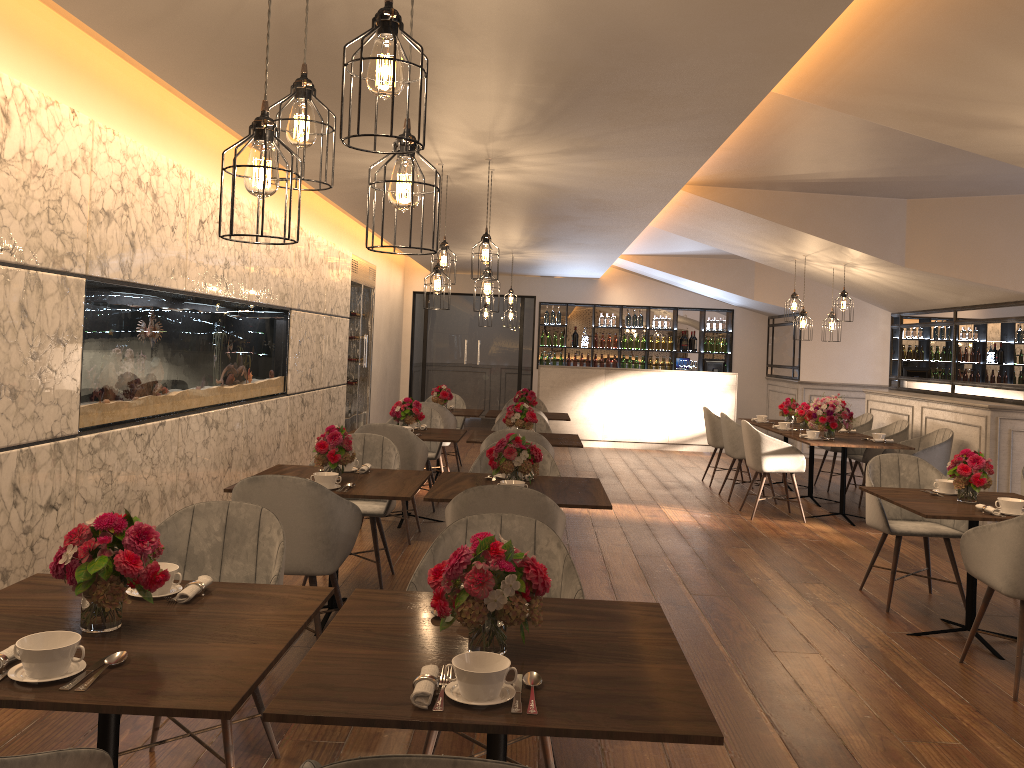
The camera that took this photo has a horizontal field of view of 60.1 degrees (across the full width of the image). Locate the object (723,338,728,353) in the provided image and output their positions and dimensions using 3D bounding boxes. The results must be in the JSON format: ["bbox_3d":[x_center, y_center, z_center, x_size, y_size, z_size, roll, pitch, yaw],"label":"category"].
[{"bbox_3d":[3.634,-0.656,15.065,0.065,0.262,0.066,3,-1,-20],"label":"object"}]

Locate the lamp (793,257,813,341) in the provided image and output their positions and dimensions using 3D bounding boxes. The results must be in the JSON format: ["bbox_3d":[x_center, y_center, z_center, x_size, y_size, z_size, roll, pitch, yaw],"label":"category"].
[{"bbox_3d":[2.939,-1.471,8.848,0.175,2.073,0.175,2,-1,3],"label":"lamp"}]

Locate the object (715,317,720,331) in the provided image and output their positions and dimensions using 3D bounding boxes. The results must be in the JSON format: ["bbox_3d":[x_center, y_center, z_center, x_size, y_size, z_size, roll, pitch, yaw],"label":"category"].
[{"bbox_3d":[3.493,-1.018,15.044,0.070,0.236,0.041,2,-1,1],"label":"object"}]

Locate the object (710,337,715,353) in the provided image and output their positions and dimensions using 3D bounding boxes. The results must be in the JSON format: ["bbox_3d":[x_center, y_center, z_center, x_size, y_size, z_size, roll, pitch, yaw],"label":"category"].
[{"bbox_3d":[3.413,-0.665,15.071,0.065,0.262,0.066,3,-1,-20],"label":"object"}]

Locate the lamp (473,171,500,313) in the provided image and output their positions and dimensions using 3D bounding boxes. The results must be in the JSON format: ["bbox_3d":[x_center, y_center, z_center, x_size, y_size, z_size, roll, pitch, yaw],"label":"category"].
[{"bbox_3d":[-0.134,-1.526,6.048,0.175,2.073,0.175,2,-1,3],"label":"lamp"}]

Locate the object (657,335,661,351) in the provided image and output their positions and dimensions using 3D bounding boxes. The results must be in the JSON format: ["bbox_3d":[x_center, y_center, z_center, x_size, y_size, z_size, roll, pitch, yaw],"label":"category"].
[{"bbox_3d":[2.502,-0.702,15.096,0.065,0.262,0.066,3,-1,-20],"label":"object"}]

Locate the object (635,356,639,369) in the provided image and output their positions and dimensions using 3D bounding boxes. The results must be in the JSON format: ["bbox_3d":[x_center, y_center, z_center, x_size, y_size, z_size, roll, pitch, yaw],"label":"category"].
[{"bbox_3d":[2.134,-0.354,15.100,0.065,0.262,0.066,3,-1,-20],"label":"object"}]

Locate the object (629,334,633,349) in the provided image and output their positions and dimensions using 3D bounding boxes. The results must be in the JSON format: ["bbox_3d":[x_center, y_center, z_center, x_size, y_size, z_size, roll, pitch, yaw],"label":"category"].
[{"bbox_3d":[2.038,-0.722,15.109,0.065,0.264,0.066,3,-1,-20],"label":"object"}]

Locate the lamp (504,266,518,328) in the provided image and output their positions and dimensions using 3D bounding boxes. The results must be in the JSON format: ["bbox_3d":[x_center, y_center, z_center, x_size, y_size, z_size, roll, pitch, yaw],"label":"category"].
[{"bbox_3d":[0.020,-1.776,11.700,0.175,2.073,0.175,2,-1,3],"label":"lamp"}]

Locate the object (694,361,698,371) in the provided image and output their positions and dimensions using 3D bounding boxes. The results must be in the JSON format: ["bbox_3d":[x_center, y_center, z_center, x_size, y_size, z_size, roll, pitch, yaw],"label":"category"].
[{"bbox_3d":[3.127,-0.285,15.072,0.065,0.208,0.065,3,-1,-43],"label":"object"}]

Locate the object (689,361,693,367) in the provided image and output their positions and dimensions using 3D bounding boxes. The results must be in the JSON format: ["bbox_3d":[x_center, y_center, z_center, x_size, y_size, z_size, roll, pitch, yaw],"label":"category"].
[{"bbox_3d":[3.049,-0.288,15.074,0.065,0.208,0.065,3,-1,-43],"label":"object"}]

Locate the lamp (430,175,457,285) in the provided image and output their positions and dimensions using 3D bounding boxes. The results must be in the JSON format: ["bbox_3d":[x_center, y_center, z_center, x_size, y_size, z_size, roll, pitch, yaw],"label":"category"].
[{"bbox_3d":[-0.446,-1.741,6.263,0.175,2.073,0.175,2,-1,3],"label":"lamp"}]

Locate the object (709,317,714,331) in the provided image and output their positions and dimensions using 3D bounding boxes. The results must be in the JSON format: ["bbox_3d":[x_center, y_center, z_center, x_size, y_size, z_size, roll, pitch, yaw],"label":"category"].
[{"bbox_3d":[3.392,-1.023,15.047,0.070,0.236,0.041,2,-1,1],"label":"object"}]

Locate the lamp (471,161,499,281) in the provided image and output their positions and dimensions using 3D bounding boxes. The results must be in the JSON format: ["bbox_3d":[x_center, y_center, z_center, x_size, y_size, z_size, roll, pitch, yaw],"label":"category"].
[{"bbox_3d":[-0.136,-1.706,5.723,0.175,2.073,0.175,2,-1,3],"label":"lamp"}]

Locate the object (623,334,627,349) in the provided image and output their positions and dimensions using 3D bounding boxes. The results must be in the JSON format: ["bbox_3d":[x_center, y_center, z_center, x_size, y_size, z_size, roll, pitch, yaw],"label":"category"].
[{"bbox_3d":[1.927,-0.726,15.112,0.065,0.262,0.066,3,-1,-20],"label":"object"}]

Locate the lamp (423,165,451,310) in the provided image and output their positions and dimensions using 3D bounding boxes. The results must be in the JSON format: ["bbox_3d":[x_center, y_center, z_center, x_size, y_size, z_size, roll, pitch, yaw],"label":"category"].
[{"bbox_3d":[-0.463,-1.534,5.931,0.175,2.073,0.175,2,-1,3],"label":"lamp"}]

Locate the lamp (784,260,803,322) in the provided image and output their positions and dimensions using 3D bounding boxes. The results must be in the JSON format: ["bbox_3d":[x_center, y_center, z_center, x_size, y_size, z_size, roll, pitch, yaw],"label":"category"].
[{"bbox_3d":[2.955,-1.679,9.179,0.175,2.073,0.175,2,-1,3],"label":"lamp"}]

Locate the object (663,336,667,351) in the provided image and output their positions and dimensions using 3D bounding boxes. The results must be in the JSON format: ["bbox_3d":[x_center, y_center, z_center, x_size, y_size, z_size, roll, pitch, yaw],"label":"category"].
[{"bbox_3d":[2.612,-0.698,15.093,0.065,0.262,0.066,3,-1,-20],"label":"object"}]

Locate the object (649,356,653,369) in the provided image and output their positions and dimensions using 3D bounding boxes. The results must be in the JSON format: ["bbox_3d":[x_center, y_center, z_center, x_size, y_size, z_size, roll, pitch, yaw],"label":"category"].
[{"bbox_3d":[2.377,-0.344,15.093,0.065,0.262,0.066,3,-1,-20],"label":"object"}]

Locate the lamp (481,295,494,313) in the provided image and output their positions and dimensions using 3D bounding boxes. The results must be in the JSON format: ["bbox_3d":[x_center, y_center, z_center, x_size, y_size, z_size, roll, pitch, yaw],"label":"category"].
[{"bbox_3d":[-0.292,-1.991,11.915,0.175,2.073,0.175,2,-1,3],"label":"lamp"}]

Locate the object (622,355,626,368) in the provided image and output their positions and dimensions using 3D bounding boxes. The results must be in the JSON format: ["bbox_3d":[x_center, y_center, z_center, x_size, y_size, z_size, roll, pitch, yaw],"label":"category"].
[{"bbox_3d":[1.913,-0.363,15.106,0.065,0.262,0.066,3,-1,-20],"label":"object"}]

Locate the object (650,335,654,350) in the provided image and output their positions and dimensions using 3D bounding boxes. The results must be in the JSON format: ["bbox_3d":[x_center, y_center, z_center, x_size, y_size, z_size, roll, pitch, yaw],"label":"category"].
[{"bbox_3d":[2.392,-0.707,15.099,0.065,0.262,0.066,3,-1,-20],"label":"object"}]

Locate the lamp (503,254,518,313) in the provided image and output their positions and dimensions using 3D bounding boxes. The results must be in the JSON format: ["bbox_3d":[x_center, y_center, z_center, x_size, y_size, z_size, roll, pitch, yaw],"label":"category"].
[{"bbox_3d":[0.018,-1.956,11.375,0.175,2.073,0.175,2,-1,3],"label":"lamp"}]

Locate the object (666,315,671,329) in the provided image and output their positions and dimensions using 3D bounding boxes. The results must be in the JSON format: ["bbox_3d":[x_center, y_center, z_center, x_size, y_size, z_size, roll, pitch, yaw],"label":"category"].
[{"bbox_3d":[2.661,-1.053,15.067,0.070,0.236,0.041,2,-1,1],"label":"object"}]

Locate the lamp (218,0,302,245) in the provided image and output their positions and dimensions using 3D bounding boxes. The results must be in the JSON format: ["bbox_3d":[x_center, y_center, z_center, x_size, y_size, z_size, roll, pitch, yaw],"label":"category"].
[{"bbox_3d":[-0.565,-1.379,2.140,0.175,2.073,0.175,2,-1,3],"label":"lamp"}]

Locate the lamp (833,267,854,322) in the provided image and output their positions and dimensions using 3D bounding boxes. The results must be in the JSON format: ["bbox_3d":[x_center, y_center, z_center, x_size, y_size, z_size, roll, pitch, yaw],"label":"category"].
[{"bbox_3d":[3.266,-1.644,8.640,0.175,2.073,0.175,2,-1,3],"label":"lamp"}]

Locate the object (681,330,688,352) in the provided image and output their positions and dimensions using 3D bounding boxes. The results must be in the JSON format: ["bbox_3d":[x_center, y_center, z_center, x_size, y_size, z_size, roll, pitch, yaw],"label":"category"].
[{"bbox_3d":[2.941,-0.732,15.062,0.104,0.360,0.104,3,-1,-37],"label":"object"}]

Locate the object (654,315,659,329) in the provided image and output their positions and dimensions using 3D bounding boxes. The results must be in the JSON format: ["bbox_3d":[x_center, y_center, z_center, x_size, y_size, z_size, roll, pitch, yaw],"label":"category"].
[{"bbox_3d":[2.461,-1.061,15.073,0.070,0.236,0.041,2,-1,1],"label":"object"}]

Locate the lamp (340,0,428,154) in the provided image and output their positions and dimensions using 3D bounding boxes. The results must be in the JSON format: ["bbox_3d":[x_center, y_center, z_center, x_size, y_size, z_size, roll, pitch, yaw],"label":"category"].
[{"bbox_3d":[-0.238,-1.551,1.932,0.175,2.073,0.175,2,-1,3],"label":"lamp"}]

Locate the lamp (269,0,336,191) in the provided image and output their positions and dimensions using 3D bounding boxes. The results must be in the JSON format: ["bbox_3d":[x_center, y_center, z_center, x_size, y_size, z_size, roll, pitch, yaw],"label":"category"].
[{"bbox_3d":[-0.549,-1.586,2.472,0.175,2.073,0.175,2,-1,3],"label":"lamp"}]

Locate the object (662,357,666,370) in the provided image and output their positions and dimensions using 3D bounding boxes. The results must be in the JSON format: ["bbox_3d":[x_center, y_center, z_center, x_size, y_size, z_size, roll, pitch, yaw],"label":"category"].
[{"bbox_3d":[2.598,-0.335,15.087,0.065,0.262,0.066,3,-1,-20],"label":"object"}]

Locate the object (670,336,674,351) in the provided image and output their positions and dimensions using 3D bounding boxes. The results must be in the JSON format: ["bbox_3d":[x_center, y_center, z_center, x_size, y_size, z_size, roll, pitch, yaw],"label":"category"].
[{"bbox_3d":[2.723,-0.693,15.090,0.065,0.262,0.066,3,-1,-20],"label":"object"}]

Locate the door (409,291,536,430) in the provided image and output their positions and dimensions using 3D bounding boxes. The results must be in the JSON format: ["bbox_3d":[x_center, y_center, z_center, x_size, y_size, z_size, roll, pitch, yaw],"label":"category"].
[{"bbox_3d":[-0.684,-0.380,15.222,2.106,2.336,0.273,2,-1,2],"label":"door"}]

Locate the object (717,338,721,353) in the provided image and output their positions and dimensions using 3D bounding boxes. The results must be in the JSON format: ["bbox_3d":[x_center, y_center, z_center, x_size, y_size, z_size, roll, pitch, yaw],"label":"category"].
[{"bbox_3d":[3.524,-0.660,15.068,0.065,0.262,0.066,3,-1,-20],"label":"object"}]

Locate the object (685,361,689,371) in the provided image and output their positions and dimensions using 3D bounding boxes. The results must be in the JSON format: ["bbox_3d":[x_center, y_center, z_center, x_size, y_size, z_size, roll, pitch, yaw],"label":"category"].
[{"bbox_3d":[2.972,-0.291,15.076,0.065,0.208,0.065,3,-1,-43],"label":"object"}]

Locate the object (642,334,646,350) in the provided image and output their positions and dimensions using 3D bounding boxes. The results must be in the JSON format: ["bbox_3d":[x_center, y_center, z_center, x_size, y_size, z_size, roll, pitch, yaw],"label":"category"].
[{"bbox_3d":[2.259,-0.713,15.103,0.065,0.264,0.066,3,-1,-20],"label":"object"}]

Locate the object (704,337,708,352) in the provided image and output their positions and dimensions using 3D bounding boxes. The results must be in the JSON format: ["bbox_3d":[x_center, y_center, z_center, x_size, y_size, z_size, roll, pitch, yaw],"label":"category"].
[{"bbox_3d":[3.303,-0.671,15.074,0.065,0.264,0.066,3,-1,-20],"label":"object"}]

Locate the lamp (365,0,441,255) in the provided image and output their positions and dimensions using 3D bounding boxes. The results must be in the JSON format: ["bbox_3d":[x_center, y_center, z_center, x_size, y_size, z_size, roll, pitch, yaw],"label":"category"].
[{"bbox_3d":[-0.237,-1.370,2.258,0.175,2.073,0.175,2,-1,3],"label":"lamp"}]

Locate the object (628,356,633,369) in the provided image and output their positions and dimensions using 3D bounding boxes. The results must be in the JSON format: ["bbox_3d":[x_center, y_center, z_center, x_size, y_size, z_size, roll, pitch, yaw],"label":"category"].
[{"bbox_3d":[2.023,-0.359,15.103,0.065,0.262,0.066,3,-1,-20],"label":"object"}]

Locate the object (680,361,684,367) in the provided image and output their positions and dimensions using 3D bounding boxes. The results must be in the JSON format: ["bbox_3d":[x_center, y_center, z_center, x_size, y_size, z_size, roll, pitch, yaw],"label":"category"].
[{"bbox_3d":[2.894,-0.294,15.078,0.065,0.208,0.065,3,-1,-43],"label":"object"}]

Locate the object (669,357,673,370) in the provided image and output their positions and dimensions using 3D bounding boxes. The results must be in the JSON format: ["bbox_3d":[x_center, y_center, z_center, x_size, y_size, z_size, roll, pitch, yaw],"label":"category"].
[{"bbox_3d":[2.708,-0.331,15.084,0.065,0.262,0.066,3,-1,-20],"label":"object"}]

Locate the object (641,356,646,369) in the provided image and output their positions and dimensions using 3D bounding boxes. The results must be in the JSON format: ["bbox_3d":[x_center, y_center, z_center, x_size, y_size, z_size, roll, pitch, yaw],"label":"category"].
[{"bbox_3d":[2.244,-0.350,15.097,0.065,0.262,0.066,3,-1,-20],"label":"object"}]

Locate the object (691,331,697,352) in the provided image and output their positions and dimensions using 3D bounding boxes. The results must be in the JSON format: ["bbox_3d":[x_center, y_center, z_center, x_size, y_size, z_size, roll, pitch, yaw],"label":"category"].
[{"bbox_3d":[3.098,-0.727,15.055,0.104,0.359,0.103,2,-1,29],"label":"object"}]

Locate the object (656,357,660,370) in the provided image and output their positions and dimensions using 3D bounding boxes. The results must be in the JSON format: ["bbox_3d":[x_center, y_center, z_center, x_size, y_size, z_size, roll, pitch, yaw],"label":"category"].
[{"bbox_3d":[2.488,-0.340,15.090,0.065,0.262,0.066,3,-1,-20],"label":"object"}]

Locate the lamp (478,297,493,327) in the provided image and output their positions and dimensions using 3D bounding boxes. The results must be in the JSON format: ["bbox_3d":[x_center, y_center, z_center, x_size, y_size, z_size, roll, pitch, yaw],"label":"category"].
[{"bbox_3d":[-0.309,-1.784,11.583,0.175,2.073,0.175,2,-1,3],"label":"lamp"}]

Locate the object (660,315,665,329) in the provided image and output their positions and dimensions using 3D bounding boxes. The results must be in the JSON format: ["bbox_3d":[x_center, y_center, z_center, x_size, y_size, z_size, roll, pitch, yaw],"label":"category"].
[{"bbox_3d":[2.561,-1.057,15.070,0.070,0.236,0.041,2,-1,1],"label":"object"}]

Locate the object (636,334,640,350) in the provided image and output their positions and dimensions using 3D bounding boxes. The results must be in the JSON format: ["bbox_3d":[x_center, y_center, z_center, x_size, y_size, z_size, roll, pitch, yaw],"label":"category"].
[{"bbox_3d":[2.148,-0.718,15.106,0.065,0.264,0.066,3,-1,-20],"label":"object"}]

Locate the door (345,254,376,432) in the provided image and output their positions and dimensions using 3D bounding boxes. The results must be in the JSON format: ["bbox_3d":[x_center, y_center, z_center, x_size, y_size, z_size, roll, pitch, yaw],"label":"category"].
[{"bbox_3d":[-1.969,-0.382,11.524,0.134,2.471,1.857,2,0,1],"label":"door"}]

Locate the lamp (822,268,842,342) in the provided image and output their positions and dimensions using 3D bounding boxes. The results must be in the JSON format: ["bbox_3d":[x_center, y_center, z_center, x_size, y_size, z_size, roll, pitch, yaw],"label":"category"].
[{"bbox_3d":[3.267,-1.463,8.965,0.175,2.073,0.175,2,-1,3],"label":"lamp"}]

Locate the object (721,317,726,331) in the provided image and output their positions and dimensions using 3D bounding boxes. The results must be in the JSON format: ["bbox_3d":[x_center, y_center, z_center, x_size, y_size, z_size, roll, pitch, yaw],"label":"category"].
[{"bbox_3d":[3.593,-1.014,15.041,0.070,0.236,0.041,2,-1,1],"label":"object"}]
